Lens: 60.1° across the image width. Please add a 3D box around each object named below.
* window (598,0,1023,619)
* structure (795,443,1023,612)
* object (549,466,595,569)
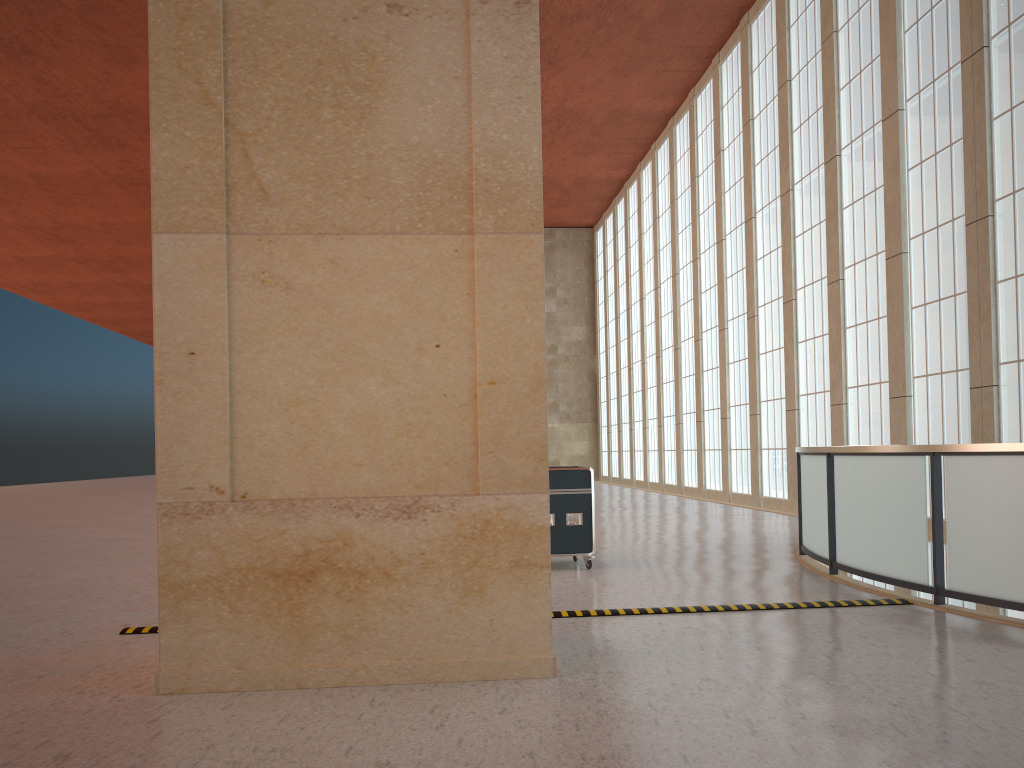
[{"bbox_3d":[4.822,4.452,76.367,0.010,28.596,165.309,-1,-4,-5],"label":"window"},{"bbox_3d":[6.951,1.596,10.777,5.243,1.792,13.113,0,-4,-16],"label":"structure"},{"bbox_3d":[0.672,2.061,13.768,1.055,1.540,1.275,-1,-2,-5],"label":"object"}]
